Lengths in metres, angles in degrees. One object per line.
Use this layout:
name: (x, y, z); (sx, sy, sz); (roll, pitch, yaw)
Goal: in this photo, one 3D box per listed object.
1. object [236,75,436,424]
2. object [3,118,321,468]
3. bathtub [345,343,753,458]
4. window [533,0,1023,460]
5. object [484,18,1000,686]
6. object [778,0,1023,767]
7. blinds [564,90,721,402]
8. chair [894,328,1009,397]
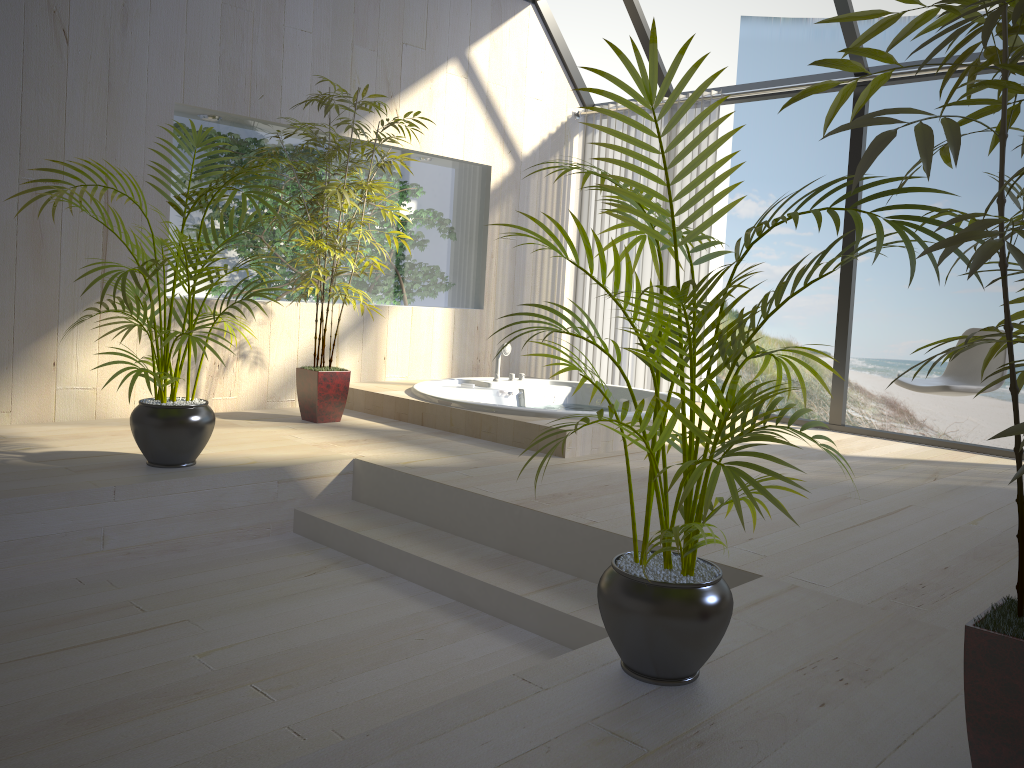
object: (-0.967, -0.685, 4.570); (0.934, 1.752, 0.790); (2, 3, -21)
object: (-1.186, -0.364, 3.279); (1.068, 1.341, 0.874); (6, 4, 32)
bathtub: (0.153, 0.142, 5.122); (1.828, 0.696, 1.647); (9, 8, 43)
window: (1.951, -1.087, 4.887); (4.577, 2.805, 0.745); (8, 5, 44)
object: (0.296, -0.029, 1.729); (0.750, 1.154, 0.920); (3, 4, -13)
object: (0.879, -0.231, 1.228); (0.934, 1.752, 0.790); (2, 3, -21)
blinds: (0.890, -0.940, 6.174); (1.186, 2.065, 0.084); (7, 4, 44)
chair: (2.208, -0.112, 4.411); (0.454, 0.346, 0.371); (2, 5, -18)
